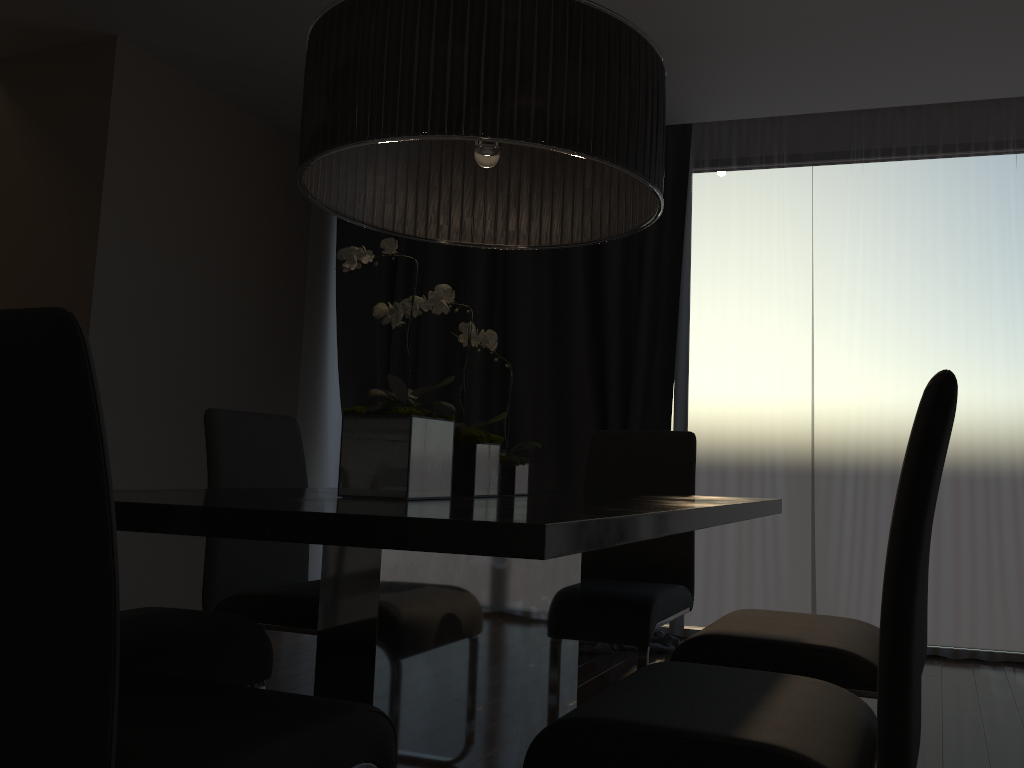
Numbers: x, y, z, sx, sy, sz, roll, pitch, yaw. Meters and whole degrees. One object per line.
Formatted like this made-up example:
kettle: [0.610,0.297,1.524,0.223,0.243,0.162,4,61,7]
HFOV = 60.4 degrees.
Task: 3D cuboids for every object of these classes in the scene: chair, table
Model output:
chair: [-0.540,0.561,2.445,0.550,0.966,0.443,0,-7,23]
table: [-0.083,0.622,1.873,1.000,0.761,1.662,-1,-6,25]
chair: [0.682,0.551,1.968,0.550,0.966,0.443,0,-7,23]
chair: [-0.856,0.488,1.793,0.550,0.966,0.443,0,-7,23]
chair: [0.365,0.479,1.316,0.550,0.966,0.443,0,-7,23]
chair: [-0.482,0.433,1.112,0.411,0.966,0.593,-1,-7,24]
chair: [0.306,0.610,2.686,0.411,0.966,0.593,-1,-7,24]

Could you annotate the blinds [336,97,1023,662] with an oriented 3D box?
blinds: [2.488,-0.165,3.938,7.303,2.898,0.766,0,-7,14]

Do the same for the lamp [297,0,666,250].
lamp: [-0.037,-0.952,2.039,0.846,1.104,0.761,8,-8,-42]

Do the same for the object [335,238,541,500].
object: [-0.161,-0.016,1.878,0.300,0.502,0.593,0,-6,21]
